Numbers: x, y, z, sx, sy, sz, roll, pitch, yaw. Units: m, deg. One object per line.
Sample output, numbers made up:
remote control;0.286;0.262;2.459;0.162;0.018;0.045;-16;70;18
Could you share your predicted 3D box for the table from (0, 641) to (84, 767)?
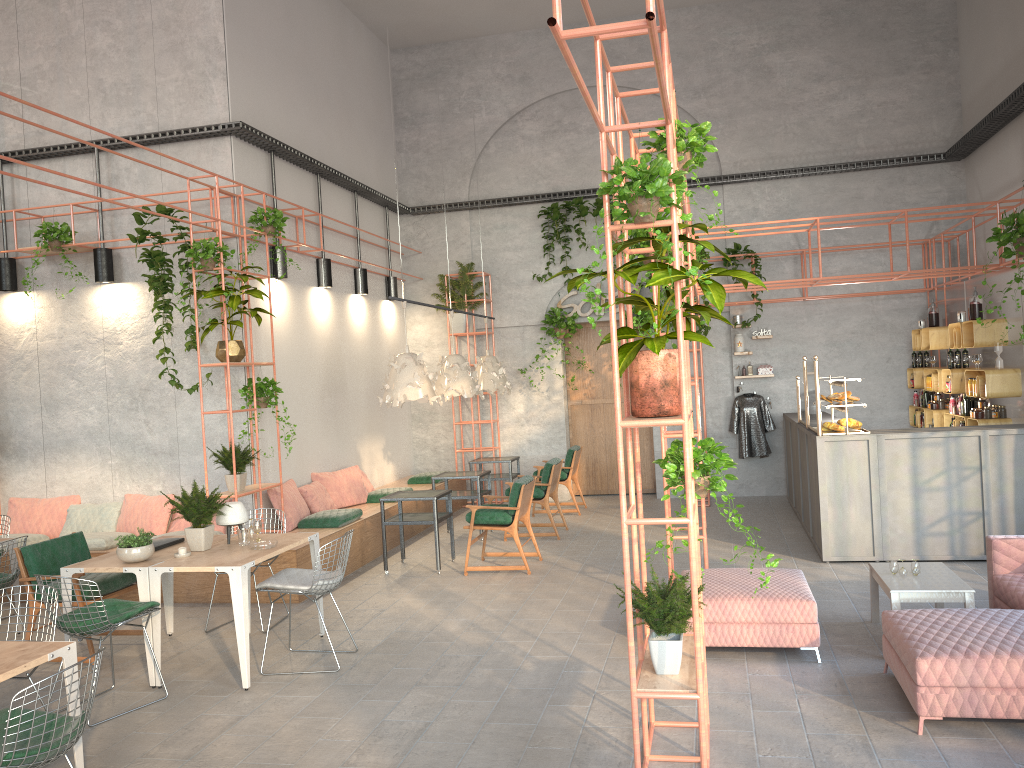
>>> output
table;-2.568;1.703;3.819;0.694;0.830;1.214;-3;1;13

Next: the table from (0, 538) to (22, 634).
table;-4.728;1.776;7.158;0.694;0.830;1.214;-3;1;13

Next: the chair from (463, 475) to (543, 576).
chair;-0.099;1.454;9.244;0.685;0.929;0.722;-3;1;13

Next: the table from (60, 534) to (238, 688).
table;-2.657;1.663;6.687;0.694;0.830;1.205;-3;1;13

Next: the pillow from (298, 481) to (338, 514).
pillow;-2.257;1.342;10.304;0.289;0.385;0.666;-3;1;8

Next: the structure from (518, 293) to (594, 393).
structure;0.672;-0.647;13.786;0.950;1.527;0.921;-4;1;-44

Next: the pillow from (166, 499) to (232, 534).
pillow;-3.262;1.412;9.245;0.666;0.385;0.289;-3;1;8

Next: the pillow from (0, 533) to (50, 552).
pillow;-5.289;1.666;9.294;0.637;0.149;0.491;-3;1;14

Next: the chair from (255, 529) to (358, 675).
chair;-1.487;1.554;6.446;0.717;0.941;0.565;-3;1;9

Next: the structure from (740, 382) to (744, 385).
structure;3.394;-0.010;13.107;0.066;0.044;0.019;-3;1;13

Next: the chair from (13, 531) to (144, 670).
chair;-3.345;1.659;6.945;0.685;0.917;0.722;-3;1;13

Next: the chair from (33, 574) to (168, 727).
chair;-2.661;1.629;5.755;0.565;0.941;0.717;-3;1;29

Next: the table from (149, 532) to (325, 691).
table;-1.978;1.626;6.539;0.694;0.830;1.214;-3;1;13

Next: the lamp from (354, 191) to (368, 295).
lamp;-2.128;-1.955;12.299;0.185;1.425;0.179;-3;1;13

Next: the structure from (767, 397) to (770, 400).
structure;3.766;0.214;13.034;0.066;0.044;0.019;-3;1;13

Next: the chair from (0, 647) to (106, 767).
chair;-2.078;1.619;3.727;0.717;0.941;0.565;-3;1;9

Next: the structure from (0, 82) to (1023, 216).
structure;-2.722;-2.598;6.755;15.603;0.110;15.203;-3;1;13

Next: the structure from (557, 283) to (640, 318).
structure;1.319;-1.294;13.570;1.312;0.505;0.063;-3;1;13

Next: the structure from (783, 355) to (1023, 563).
structure;4.659;0.616;10.291;2.579;2.022;4.057;-3;1;13

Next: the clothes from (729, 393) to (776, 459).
clothes;3.536;0.632;13.011;0.625;0.997;0.366;-3;1;-7

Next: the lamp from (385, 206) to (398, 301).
lamp;-1.864;-1.984;13.478;0.185;1.425;0.179;-3;1;13

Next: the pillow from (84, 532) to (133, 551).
pillow;-4.268;1.610;9.064;0.637;0.149;0.491;-3;1;14

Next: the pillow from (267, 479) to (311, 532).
pillow;-2.421;1.312;9.681;0.276;0.474;0.839;-3;1;3

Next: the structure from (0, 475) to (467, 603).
structure;-3.487;1.835;11.550;4.386;0.500;5.831;-3;1;13

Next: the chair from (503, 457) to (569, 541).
chair;0.288;1.412;10.971;0.685;0.930;0.722;-3;1;13

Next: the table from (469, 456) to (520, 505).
table;-0.234;1.488;12.881;0.635;0.798;0.602;-3;1;13

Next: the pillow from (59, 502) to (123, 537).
pillow;-4.511;1.480;9.527;0.666;0.385;0.289;-3;1;8

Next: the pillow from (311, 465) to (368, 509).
pillow;-2.098;1.280;10.921;0.276;0.474;0.839;-3;1;33

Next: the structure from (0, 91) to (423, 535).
structure;-4.411;-0.218;9.113;4.501;4.345;14.096;-3;1;11

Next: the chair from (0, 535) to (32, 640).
chair;-4.237;1.704;7.066;0.717;0.941;0.565;-3;1;9

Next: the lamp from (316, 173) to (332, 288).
lamp;-2.389;-1.927;11.131;0.185;1.425;0.179;-3;1;13

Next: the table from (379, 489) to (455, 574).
table;-1.001;1.571;9.458;0.635;0.798;0.602;-3;1;13

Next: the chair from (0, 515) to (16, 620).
chair;-5.013;1.736;8.188;0.565;0.941;0.717;-3;1;14

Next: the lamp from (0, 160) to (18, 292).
lamp;-5.543;-1.730;9.680;0.179;1.425;0.185;-3;1;13

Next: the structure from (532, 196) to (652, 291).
structure;1.253;-2.129;13.455;1.939;1.514;0.856;-3;1;7

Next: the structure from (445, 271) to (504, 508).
structure;-0.584;0.091;13.789;0.630;3.597;0.430;-3;1;13

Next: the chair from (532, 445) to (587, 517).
chair;0.666;1.371;12.662;0.685;0.930;0.722;-3;1;13

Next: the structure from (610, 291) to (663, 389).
structure;1.969;-0.699;13.538;0.950;1.527;0.921;-3;1;11

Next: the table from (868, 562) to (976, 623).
table;2.837;1.559;6.174;0.520;0.455;0.916;-3;1;13

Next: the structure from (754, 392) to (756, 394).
structure;3.579;0.132;13.072;0.066;0.044;0.019;-3;1;13

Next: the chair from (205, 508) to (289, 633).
chair;-2.263;1.586;7.568;0.565;0.941;0.717;-3;1;14

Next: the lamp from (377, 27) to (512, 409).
lamp;-0.808;-1.800;11.180;0.704;4.052;4.456;-3;1;13

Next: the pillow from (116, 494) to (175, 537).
pillow;-3.897;1.399;9.365;0.839;0.474;0.276;-3;1;33

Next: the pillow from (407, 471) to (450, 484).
pillow;-1.209;1.389;13.113;0.491;0.149;0.637;-3;1;14

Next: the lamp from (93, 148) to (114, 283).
lamp;-4.366;-1.794;9.414;0.179;1.425;0.185;-3;1;13

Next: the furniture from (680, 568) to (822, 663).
furniture;1.677;1.624;6.395;0.941;0.446;0.976;-3;1;13

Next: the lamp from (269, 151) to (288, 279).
lamp;-2.653;-1.898;9.953;0.185;1.425;0.179;-3;1;13

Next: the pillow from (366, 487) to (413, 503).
pillow;-1.596;1.431;11.384;0.491;0.149;0.637;-3;1;14

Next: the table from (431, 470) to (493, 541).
table;-0.617;1.529;11.170;0.635;0.798;0.602;-3;1;13

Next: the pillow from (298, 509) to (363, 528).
pillow;-1.975;1.472;9.695;0.491;0.149;0.637;-3;1;14

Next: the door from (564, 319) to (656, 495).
door;1.600;0.373;14.285;1.360;2.729;0.551;-3;1;13

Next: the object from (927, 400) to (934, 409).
object;5.420;0.267;11.428;0.115;0.107;0.115;-4;1;-20

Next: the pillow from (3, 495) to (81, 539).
pillow;-5.135;1.466;9.688;0.839;0.474;0.276;-3;1;3

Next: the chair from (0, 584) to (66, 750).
chair;-2.854;1.651;4.848;0.565;0.941;0.717;-3;1;14

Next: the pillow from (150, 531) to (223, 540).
pillow;-3.277;1.556;8.840;0.637;0.149;0.491;-3;1;14

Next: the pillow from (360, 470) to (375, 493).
pillow;-1.977;1.312;11.554;0.289;0.385;0.666;-3;1;8

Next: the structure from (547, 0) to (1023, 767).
structure;2.627;-0.025;5.909;4.157;4.247;14.689;-3;1;13
